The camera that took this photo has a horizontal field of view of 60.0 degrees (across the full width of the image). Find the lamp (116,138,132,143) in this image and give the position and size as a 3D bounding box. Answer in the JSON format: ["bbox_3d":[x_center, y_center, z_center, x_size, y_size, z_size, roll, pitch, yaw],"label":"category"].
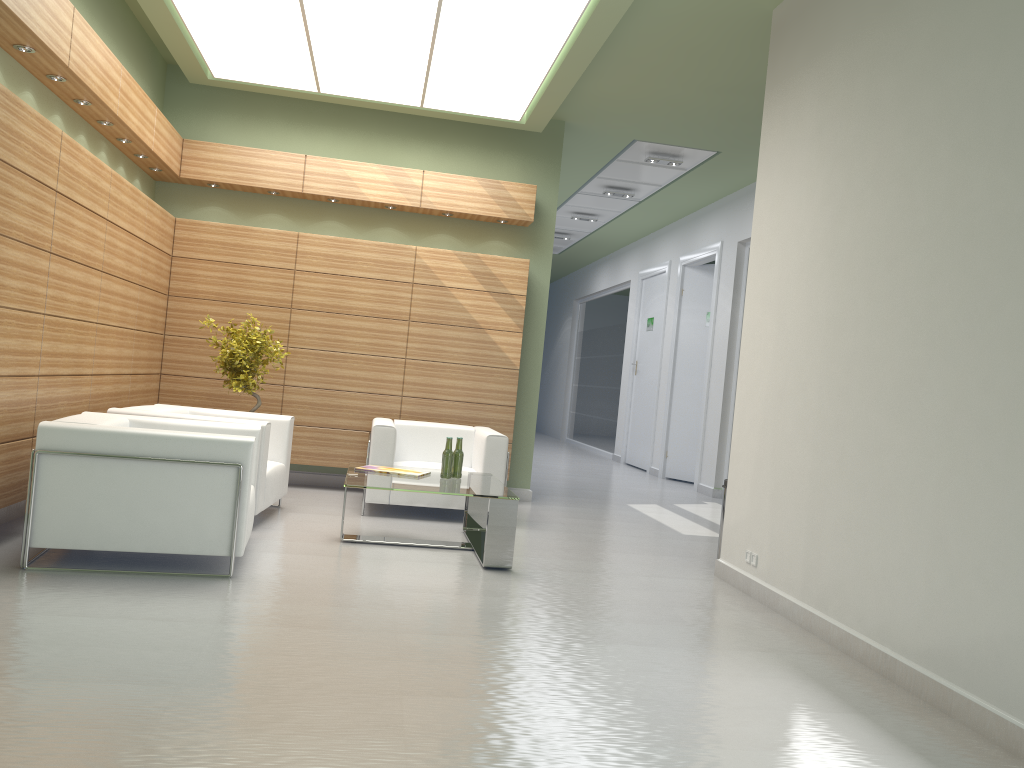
[{"bbox_3d":[-4.892,-3.098,11.192,0.181,0.074,0.181,6,0,-26],"label":"lamp"}]

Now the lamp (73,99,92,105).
[{"bbox_3d":[-4.645,-3.074,9.599,0.181,0.074,0.181,6,0,-37],"label":"lamp"}]

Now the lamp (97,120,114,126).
[{"bbox_3d":[-4.770,-3.086,10.403,0.181,0.074,0.181,6,0,-26],"label":"lamp"}]

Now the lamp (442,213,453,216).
[{"bbox_3d":[-1.022,-2.725,14.121,0.181,0.074,0.181,5,0,42],"label":"lamp"}]

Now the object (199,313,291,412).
[{"bbox_3d":[-3.852,0.263,12.361,1.201,2.565,1.116,6,0,-41],"label":"object"}]

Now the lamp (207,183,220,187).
[{"bbox_3d":[-4.566,-3.066,13.566,0.181,0.074,0.181,5,0,-14],"label":"lamp"}]

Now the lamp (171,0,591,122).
[{"bbox_3d":[-1.718,-4.386,10.822,4.571,0.325,5.060,5,0,-9],"label":"lamp"}]

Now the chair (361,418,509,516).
[{"bbox_3d":[-1.121,1.204,12.603,1.894,1.234,1.802,5,0,-9],"label":"chair"}]

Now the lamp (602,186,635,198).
[{"bbox_3d":[2.328,-4.189,19.348,0.657,0.159,0.286,5,0,-9],"label":"lamp"}]

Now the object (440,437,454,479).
[{"bbox_3d":[-0.739,0.848,10.190,0.131,0.475,0.131,6,0,-44],"label":"object"}]

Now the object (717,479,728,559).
[{"bbox_3d":[2.692,1.666,10.500,0.483,1.027,0.482,6,0,-38],"label":"object"}]

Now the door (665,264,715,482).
[{"bbox_3d":[4.584,-0.238,20.418,0.134,5.083,2.089,6,0,-39],"label":"door"}]

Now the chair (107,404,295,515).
[{"bbox_3d":[-3.708,0.954,10.739,1.769,1.234,1.894,5,0,-4],"label":"chair"}]

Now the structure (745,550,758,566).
[{"bbox_3d":[2.460,1.787,9.115,0.017,0.118,0.262,5,0,-9],"label":"structure"}]

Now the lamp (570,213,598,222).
[{"bbox_3d":[1.840,-4.235,22.499,0.657,0.159,0.286,5,0,-9],"label":"lamp"}]

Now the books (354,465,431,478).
[{"bbox_3d":[-1.381,1.012,10.317,0.762,0.025,0.508,5,0,11],"label":"books"}]

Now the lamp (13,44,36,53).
[{"bbox_3d":[-4.398,-3.051,8.003,0.181,0.074,0.181,6,0,-26],"label":"lamp"}]

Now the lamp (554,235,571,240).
[{"bbox_3d":[1.360,-4.281,25.595,0.657,0.159,0.286,5,0,-9],"label":"lamp"}]

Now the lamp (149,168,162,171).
[{"bbox_3d":[-5.142,-3.122,12.801,0.181,0.074,0.181,6,0,-26],"label":"lamp"}]

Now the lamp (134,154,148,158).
[{"bbox_3d":[-5.018,-3.110,12.003,0.181,0.074,0.181,6,0,-37],"label":"lamp"}]

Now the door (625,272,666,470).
[{"bbox_3d":[3.518,-0.341,23.495,0.250,5.083,2.089,5,0,-9],"label":"door"}]

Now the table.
[{"bbox_3d":[-1.003,1.435,10.026,1.783,0.742,2.197,5,0,-9],"label":"table"}]

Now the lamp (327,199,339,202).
[{"bbox_3d":[-2.787,-2.895,13.844,0.181,0.074,0.181,5,0,42],"label":"lamp"}]

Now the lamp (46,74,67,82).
[{"bbox_3d":[-4.523,-3.062,8.806,0.181,0.074,0.181,6,0,-26],"label":"lamp"}]

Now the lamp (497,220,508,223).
[{"bbox_3d":[-0.152,-2.641,14.257,0.181,0.074,0.181,5,0,-14],"label":"lamp"}]

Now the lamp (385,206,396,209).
[{"bbox_3d":[-1.911,-2.810,13.982,0.181,0.074,0.181,5,0,-14],"label":"lamp"}]

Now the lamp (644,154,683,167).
[{"bbox_3d":[2.796,-4.144,16.333,0.657,0.159,0.286,5,0,-9],"label":"lamp"}]

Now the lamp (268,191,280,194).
[{"bbox_3d":[-3.682,-2.981,13.704,0.181,0.074,0.181,5,0,-14],"label":"lamp"}]

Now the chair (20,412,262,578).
[{"bbox_3d":[-3.368,0.987,8.440,1.802,1.234,1.894,5,0,-14],"label":"chair"}]

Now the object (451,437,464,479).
[{"bbox_3d":[-0.630,0.858,10.330,0.131,0.475,0.131,6,0,-44],"label":"object"}]
